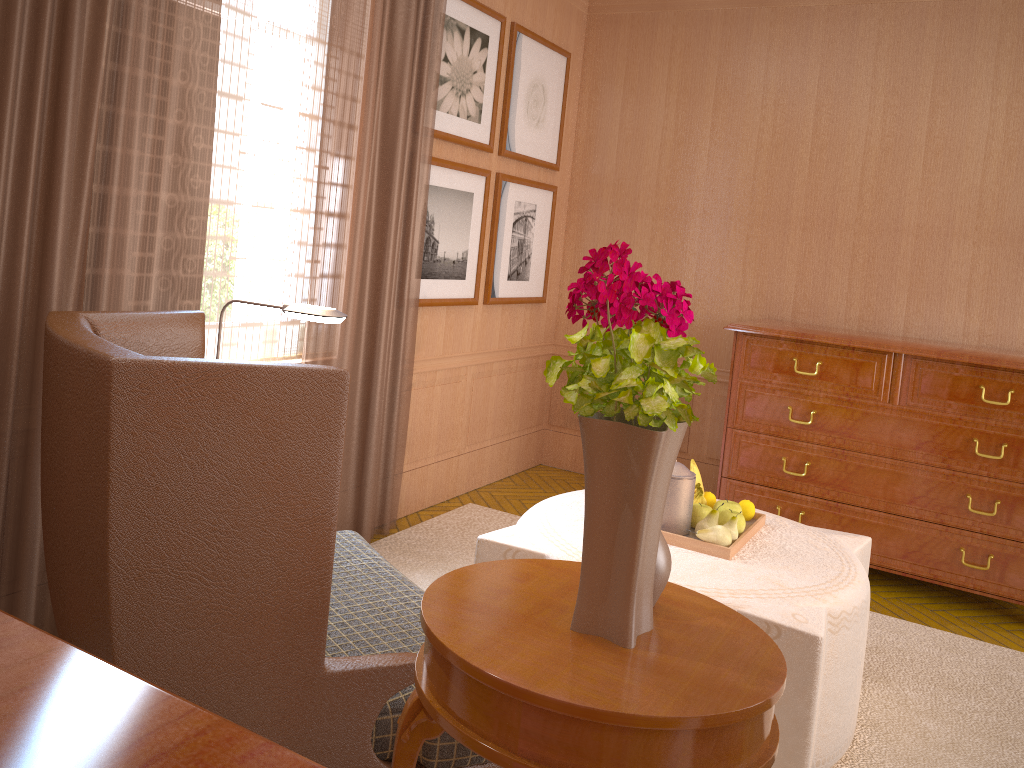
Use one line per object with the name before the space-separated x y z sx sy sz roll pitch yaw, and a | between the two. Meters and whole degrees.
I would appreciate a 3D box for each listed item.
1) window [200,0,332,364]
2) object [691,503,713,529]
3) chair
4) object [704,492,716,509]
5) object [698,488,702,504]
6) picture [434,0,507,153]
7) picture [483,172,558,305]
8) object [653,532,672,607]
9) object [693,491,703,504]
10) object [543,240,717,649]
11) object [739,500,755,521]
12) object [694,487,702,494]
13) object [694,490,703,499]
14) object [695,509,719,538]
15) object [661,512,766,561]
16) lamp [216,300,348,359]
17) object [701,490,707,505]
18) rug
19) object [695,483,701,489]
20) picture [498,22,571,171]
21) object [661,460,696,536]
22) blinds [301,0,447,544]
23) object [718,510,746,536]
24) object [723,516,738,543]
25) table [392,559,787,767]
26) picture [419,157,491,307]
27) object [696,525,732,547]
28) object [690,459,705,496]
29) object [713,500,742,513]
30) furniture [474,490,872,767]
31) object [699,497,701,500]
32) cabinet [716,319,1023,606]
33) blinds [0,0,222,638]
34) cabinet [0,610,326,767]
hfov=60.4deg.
window | -1.987 -1.759 5.742 0.852 3.360 2.437 7 5 28
object | 1.061 0.749 4.963 0.160 0.134 0.156 10 7 32
chair | -0.953 0.783 3.506 1.716 1.963 1.933 2 7 -37
object | 1.182 0.719 5.338 0.113 0.133 0.108 4 5 -15
object | 1.058 0.666 5.241 0.062 0.198 0.390 5 8 -7
picture | -0.424 -2.686 7.545 0.048 1.241 1.253 7 6 28
picture | 0.110 -1.425 8.833 0.048 1.241 1.253 7 6 28
object | 0.395 0.488 2.673 0.185 0.356 0.188 4 4 -28
object | 0.928 0.673 5.156 0.396 0.185 0.071 13 7 42
object | 0.326 0.144 2.485 0.459 1.083 0.525 7 4 27
object | 1.385 0.753 5.222 0.113 0.133 0.108 4 5 -15
object | 1.041 0.619 5.238 0.065 0.170 0.381 5 8 -6
object | 0.943 0.620 5.166 0.103 0.158 0.380 2 8 -38
object | 1.069 0.775 4.804 0.129 0.196 0.131 4 5 -26
object | 1.036 0.791 5.034 0.643 0.059 0.803 11 10 28
lamp | -1.212 0.599 4.320 0.628 2.016 0.568 5 3 -10
object | 1.116 0.657 5.250 0.072 0.171 0.400 6 8 4
rug | 1.641 2.037 3.563 8.013 0.020 6.018 11 10 28
object | 0.997 0.595 5.254 0.091 0.127 0.414 5 9 -13
picture | 0.251 -2.817 8.777 0.048 1.241 1.253 7 6 28
object | 0.887 0.613 4.874 0.234 0.390 0.236 5 4 -5
blinds | -1.040 -1.122 6.523 0.268 4.766 1.447 7 3 27
object | 1.217 0.776 4.895 0.160 0.134 0.156 10 7 32
object | 1.170 0.780 4.742 0.097 0.147 0.099 4 5 -26
table | 0.175 1.358 2.530 1.047 1.365 0.925 9 6 36
picture | -0.565 -1.293 7.600 0.048 1.241 1.253 7 6 28
object | 1.072 0.814 4.637 0.194 0.127 0.134 -1 9 -42
object | 1.111 0.578 5.251 0.071 0.167 0.408 6 8 5
object | 1.236 0.747 5.057 0.168 0.146 0.174 4 7 -15
furniture | 0.952 1.273 4.981 1.963 0.894 1.959 10 9 25
object | 0.970 0.669 5.205 0.061 0.181 0.399 4 8 -33
cabinet | 3.229 0.608 7.418 2.786 1.933 1.418 9 6 28
blinds | -2.155 -0.899 4.484 0.268 4.776 1.427 7 3 29
cabinet | -0.949 1.312 0.476 2.786 1.933 1.418 9 6 28
